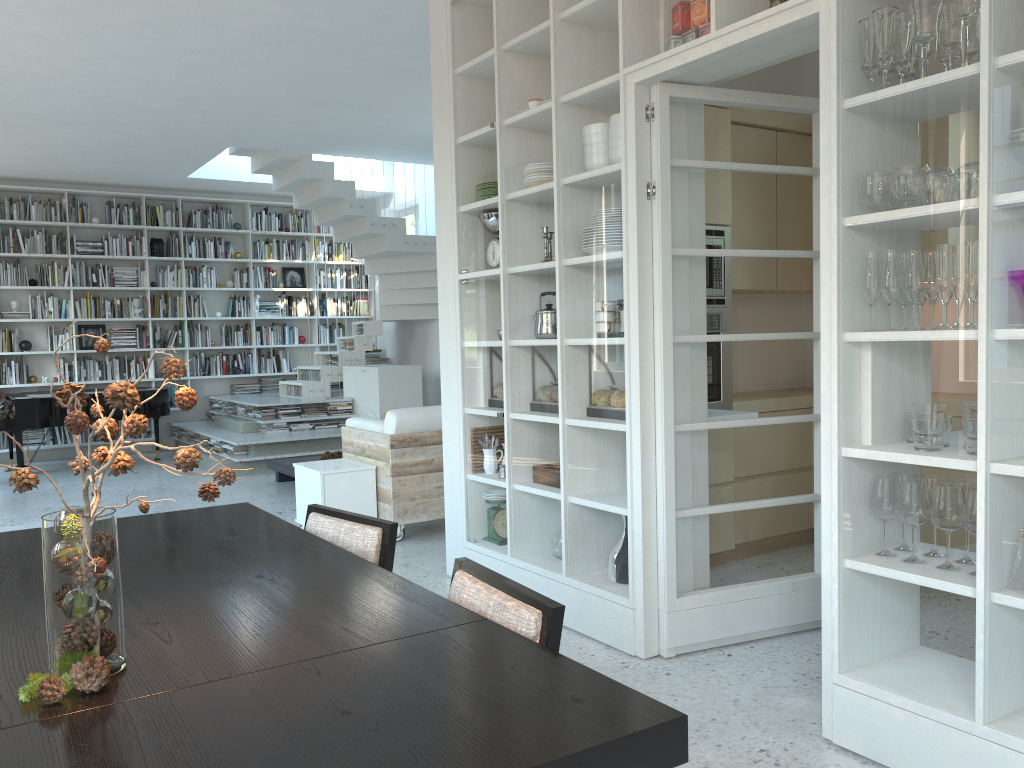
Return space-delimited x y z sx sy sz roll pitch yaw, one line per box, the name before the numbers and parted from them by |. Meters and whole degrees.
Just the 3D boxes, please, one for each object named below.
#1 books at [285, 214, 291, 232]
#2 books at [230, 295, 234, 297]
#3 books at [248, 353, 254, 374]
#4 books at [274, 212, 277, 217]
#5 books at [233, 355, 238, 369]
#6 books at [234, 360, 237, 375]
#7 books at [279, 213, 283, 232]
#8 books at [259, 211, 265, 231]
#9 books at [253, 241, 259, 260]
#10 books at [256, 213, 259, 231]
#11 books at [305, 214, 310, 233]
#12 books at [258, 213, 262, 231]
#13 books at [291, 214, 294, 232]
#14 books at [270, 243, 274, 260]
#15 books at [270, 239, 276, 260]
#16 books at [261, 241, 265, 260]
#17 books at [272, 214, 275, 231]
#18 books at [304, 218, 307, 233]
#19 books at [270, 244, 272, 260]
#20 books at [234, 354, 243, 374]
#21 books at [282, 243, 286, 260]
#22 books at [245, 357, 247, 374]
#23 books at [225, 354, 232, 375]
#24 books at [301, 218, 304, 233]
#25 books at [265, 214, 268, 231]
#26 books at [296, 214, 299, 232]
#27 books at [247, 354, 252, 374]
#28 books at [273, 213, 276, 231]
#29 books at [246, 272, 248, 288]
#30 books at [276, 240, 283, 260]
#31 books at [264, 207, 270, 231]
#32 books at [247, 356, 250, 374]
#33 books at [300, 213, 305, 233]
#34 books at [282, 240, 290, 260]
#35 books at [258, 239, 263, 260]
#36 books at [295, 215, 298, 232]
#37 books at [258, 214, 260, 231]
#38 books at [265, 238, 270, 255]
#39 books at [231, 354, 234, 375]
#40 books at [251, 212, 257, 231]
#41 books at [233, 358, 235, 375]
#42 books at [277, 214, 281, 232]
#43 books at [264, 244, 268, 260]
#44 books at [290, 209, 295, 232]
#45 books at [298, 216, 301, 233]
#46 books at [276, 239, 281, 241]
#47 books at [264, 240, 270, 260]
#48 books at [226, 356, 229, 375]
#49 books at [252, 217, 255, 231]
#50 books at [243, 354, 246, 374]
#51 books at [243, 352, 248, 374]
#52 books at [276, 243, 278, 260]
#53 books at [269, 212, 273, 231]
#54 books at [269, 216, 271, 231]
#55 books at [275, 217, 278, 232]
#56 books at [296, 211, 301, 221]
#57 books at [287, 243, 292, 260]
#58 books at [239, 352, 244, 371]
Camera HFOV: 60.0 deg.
books | -2.973 -2.123 11.783 0.019 0.256 0.169 -4 4 -33
books | -3.606 -1.002 11.462 0.016 0.290 0.135 -4 4 -33
books | -3.415 -0.270 11.595 0.025 0.272 0.171 -4 4 -33
books | -3.125 -2.127 11.716 0.012 0.279 0.153 -4 4 -33
books | -3.582 -0.248 11.496 0.012 0.249 0.164 -4 4 -33
books | -3.595 -0.214 11.486 0.025 0.181 0.169 -4 4 -33
books | -3.074 -2.119 11.731 0.030 0.258 0.164 -4 4 -33
books | -3.272 -2.117 11.602 0.048 0.278 0.150 -4 4 -33
books | -3.345 -1.734 11.581 0.012 0.254 0.161 -4 4 -33
books | -3.341 -2.094 11.549 0.026 0.242 0.184 -4 4 -33
books | -2.764 -2.140 11.926 0.026 0.263 0.163 -4 4 -33
books | -3.312 -2.102 11.598 0.027 0.250 0.140 -4 4 -33
books | -2.949 -2.123 11.808 0.016 0.252 0.189 -4 4 -33
books | -3.182 -1.735 11.699 0.024 0.236 0.146 -4 4 -33
books | -3.151 -1.762 11.693 0.026 0.288 0.156 -4 4 -33
books | -3.279 -1.737 11.632 0.026 0.251 0.130 -4 4 -33
books | -3.165 -2.102 11.666 0.022 0.236 0.172 -4 4 -33
books | -2.799 -2.113 11.931 0.031 0.211 0.131 -4 4 -33
books | -3.197 -1.728 11.673 0.030 0.224 0.157 -4 4 -33
books | -3.547 -0.259 11.511 0.070 0.266 0.186 -4 4 -33
books | -3.042 -1.739 11.747 0.030 0.230 0.187 -4 4 -33
books | -3.482 -0.240 11.552 0.013 0.220 0.168 -4 4 -33
books | -3.657 -0.250 11.442 0.026 0.262 0.173 -4 4 -33
books | -2.833 -2.109 11.882 0.029 0.210 0.169 -4 4 -33
books | -3.239 -2.096 11.627 0.030 0.231 0.148 -4 4 -33
books | -2.892 -2.130 11.861 0.017 0.257 0.146 -4 4 -33
books | -3.436 -0.261 11.582 0.026 0.258 0.156 -4 4 -33
books | -3.152 -2.113 11.685 0.021 0.254 0.151 -4 4 -33
books | -3.466 -1.344 11.526 0.013 0.221 0.155 -4 4 -33
books | -3.082 -1.752 11.687 0.032 0.265 0.245 -4 4 -33
books | -3.216 -2.147 11.626 0.014 0.332 0.180 -4 4 -33
books | -3.453 -0.245 11.564 0.025 0.228 0.175 -4 4 -33
books | -2.821 -2.146 11.909 0.025 0.279 0.136 -4 4 -33
books | -3.011 -1.769 11.798 0.048 0.283 0.162 -4 4 -33
books | -3.307 -1.750 11.602 0.051 0.282 0.166 -4 4 -33
books | -2.904 -2.124 11.836 0.031 0.249 0.164 -4 4 -33
books | -3.324 -2.091 11.570 0.024 0.231 0.168 -4 4 -33
books | -3.215 -1.763 11.659 0.011 0.296 0.162 -4 4 -33
books | -3.639 -0.252 11.462 0.026 0.263 0.169 -4 4 -33
books | -3.365 -2.098 11.539 0.025 0.251 0.178 -4 4 -33
books | -3.619 -0.228 11.478 0.022 0.211 0.135 -4 4 -33
books | -3.098 -2.116 11.731 0.012 0.254 0.161 -4 4 -33
books | -3.244 -1.716 11.627 0.025 0.208 0.175 -4 4 -33
books | -2.926 -2.159 11.821 0.007 0.321 0.165 -4 4 -33
books | -2.866 -2.119 11.853 0.018 0.235 0.186 -4 4 -33
books | -3.089 -1.765 11.754 0.012 0.285 0.159 -4 4 -33
books | -3.226 -1.744 11.643 0.026 0.261 0.167 -4 4 -33
books | -3.685 -0.240 11.444 0.021 0.243 0.131 -4 4 -33
books | -3.378 -2.062 11.518 0.022 0.182 0.189 -4 4 -33
books | -3.504 -0.261 11.551 0.021 0.265 0.150 -4 4 -33
books | -3.486 -0.272 11.578 0.012 0.282 0.143 -4 4 -33
books | -3.134 -1.739 11.716 0.025 0.238 0.142 -4 4 -33
books | -3.180 -2.114 11.655 0.014 0.262 0.168 -4 4 -33
books | -3.209 -2.093 11.661 0.030 0.220 0.133 -4 4 -33
books | -3.125 -2.087 11.687 0.023 0.202 0.190 -4 4 -33
books | -2.861 -2.153 11.878 0.020 0.299 0.131 -4 4 -33
books | -2.972 -1.748 11.796 0.014 0.240 0.189 -4 4 -33
books | -3.518 -0.275 11.541 0.013 0.294 0.134 -4 4 -33
